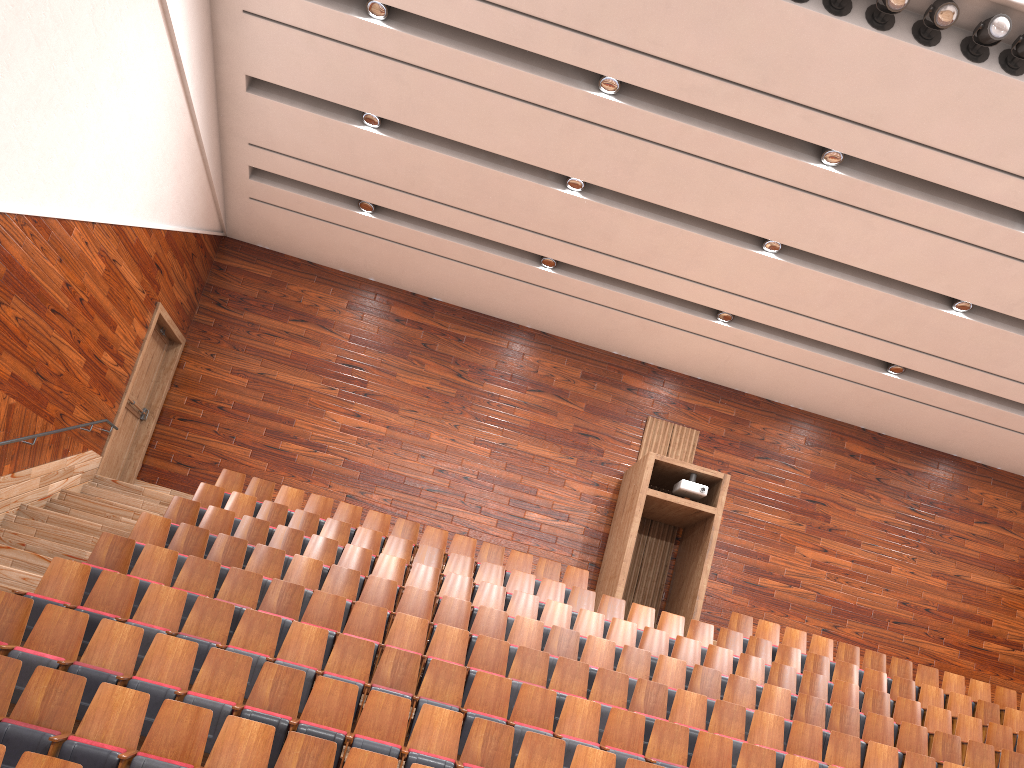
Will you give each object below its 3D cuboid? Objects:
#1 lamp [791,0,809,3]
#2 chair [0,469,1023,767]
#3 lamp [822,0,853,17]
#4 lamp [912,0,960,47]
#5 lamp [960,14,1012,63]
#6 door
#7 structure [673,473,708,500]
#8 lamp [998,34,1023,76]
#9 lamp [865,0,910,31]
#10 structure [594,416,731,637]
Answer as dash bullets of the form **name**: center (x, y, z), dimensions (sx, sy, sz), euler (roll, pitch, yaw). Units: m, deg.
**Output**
- **lamp**: center (0.274, -0.380, 0.814), dimensions (0.031, 0.030, 0.046), euler (16, -16, -3)
- **chair**: center (0.195, 0.329, 0.746), dimensions (1.186, 0.362, 0.793), euler (16, -17, -4)
- **lamp**: center (0.312, -0.369, 0.817), dimensions (0.031, 0.030, 0.045), euler (16, -16, -3)
- **lamp**: center (0.401, -0.343, 0.824), dimensions (0.031, 0.031, 0.046), euler (16, -16, -3)
- **lamp**: center (0.449, -0.329, 0.827), dimensions (0.031, 0.030, 0.045), euler (16, -16, -3)
- **door**: center (-0.505, 0.022, 1.181), dimensions (0.024, 0.233, 0.143), euler (16, -14, -2)
- **structure**: center (0.246, 0.137, 1.201), dimensions (0.038, 0.030, 0.042), euler (16, -16, -3)
- **lamp**: center (0.487, -0.317, 0.831), dimensions (0.031, 0.030, 0.045), euler (16, -16, -3)
- **lamp**: center (0.355, -0.357, 0.820), dimensions (0.031, 0.031, 0.046), euler (16, -16, -3)
- **structure**: center (0.215, 0.191, 1.247), dimensions (0.117, 0.320, 0.147), euler (16, -13, -3)
